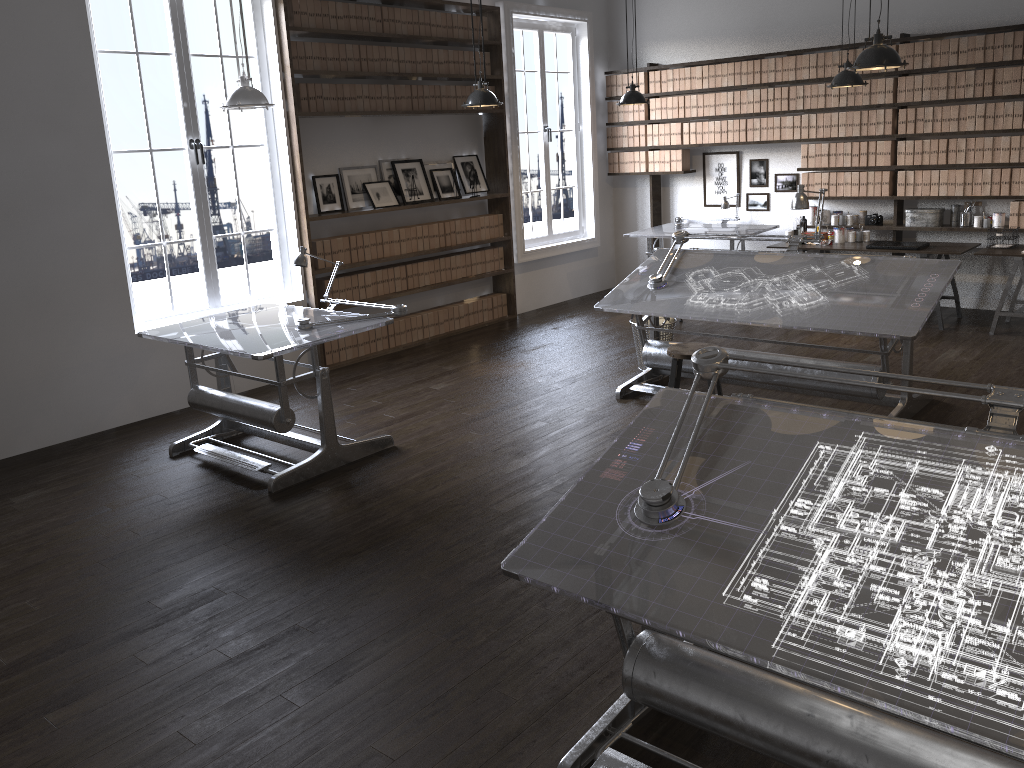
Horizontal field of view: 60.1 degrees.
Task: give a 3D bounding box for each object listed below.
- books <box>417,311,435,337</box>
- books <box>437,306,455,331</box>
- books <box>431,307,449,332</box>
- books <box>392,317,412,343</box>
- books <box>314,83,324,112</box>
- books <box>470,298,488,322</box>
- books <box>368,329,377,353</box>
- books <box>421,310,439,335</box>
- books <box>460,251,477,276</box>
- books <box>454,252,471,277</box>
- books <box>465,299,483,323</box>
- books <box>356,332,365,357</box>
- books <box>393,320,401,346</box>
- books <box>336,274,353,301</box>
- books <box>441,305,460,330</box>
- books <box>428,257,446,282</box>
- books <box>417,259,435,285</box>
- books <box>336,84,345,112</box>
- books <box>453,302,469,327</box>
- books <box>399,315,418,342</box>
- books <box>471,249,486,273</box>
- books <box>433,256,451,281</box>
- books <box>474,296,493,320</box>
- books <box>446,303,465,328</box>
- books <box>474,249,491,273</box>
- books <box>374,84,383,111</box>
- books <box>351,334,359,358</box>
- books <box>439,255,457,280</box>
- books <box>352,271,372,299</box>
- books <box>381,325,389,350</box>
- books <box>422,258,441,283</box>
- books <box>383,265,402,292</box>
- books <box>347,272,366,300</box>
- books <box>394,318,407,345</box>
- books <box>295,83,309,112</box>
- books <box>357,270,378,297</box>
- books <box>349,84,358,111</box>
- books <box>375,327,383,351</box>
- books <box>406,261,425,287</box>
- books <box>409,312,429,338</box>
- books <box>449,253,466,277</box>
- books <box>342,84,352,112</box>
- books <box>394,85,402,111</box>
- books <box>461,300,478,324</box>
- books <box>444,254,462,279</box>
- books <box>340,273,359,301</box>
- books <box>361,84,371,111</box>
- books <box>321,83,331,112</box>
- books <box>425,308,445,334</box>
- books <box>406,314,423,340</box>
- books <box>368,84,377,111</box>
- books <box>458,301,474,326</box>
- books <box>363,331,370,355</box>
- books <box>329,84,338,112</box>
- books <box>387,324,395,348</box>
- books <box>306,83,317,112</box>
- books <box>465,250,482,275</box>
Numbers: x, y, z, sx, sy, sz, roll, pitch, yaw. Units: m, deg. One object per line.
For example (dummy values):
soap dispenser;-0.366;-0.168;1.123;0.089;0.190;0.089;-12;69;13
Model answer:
books;-0.813;-0.561;8.262;0.175;0.223;0.067;8;17;40
books;-0.640;-0.626;8.462;0.175;0.223;0.067;8;17;40
books;-0.687;-0.609;8.412;0.175;0.223;0.067;8;17;40
books;-0.998;-0.491;8.045;0.175;0.223;0.067;8;17;40
books;-1.591;-2.276;7.071;0.175;0.223;0.067;8;17;40
books;-0.327;-0.740;8.815;0.175;0.223;0.067;8;17;40
books;-1.274;-0.392;7.740;0.175;0.223;0.067;8;17;40
books;-0.773;-0.576;8.310;0.175;0.223;0.067;8;17;40
books;-0.435;-1.174;8.618;0.175;0.223;0.067;8;17;40
books;-0.483;-1.158;8.569;0.175;0.223;0.067;8;17;40
books;-0.376;-0.723;8.765;0.175;0.223;0.067;8;17;40
books;-1.359;-0.358;7.634;0.175;0.223;0.067;8;17;40
books;-1.087;-0.461;7.954;0.175;0.223;0.067;8;17;40
books;-1.435;-0.808;7.485;0.175;0.223;0.067;8;17;40
books;-0.592;-0.642;8.511;0.175;0.223;0.067;8;17;40
books;-0.707;-1.075;8.312;0.175;0.223;0.067;8;17;40
books;-0.802;-1.041;8.207;0.175;0.223;0.067;8;17;40
books;-1.453;-2.327;7.228;0.175;0.223;0.067;8;17;40
books;-0.507;-0.675;8.613;0.175;0.223;0.067;8;17;40
books;-0.952;-0.509;8.098;0.175;0.223;0.067;8;17;40
books;-0.350;-1.207;8.720;0.175;0.223;0.067;8;17;40
books;-0.662;-1.090;8.355;0.175;0.223;0.067;8;17;40
books;-0.284;-0.757;8.870;0.175;0.223;0.067;8;17;40
books;-0.547;-0.659;8.566;0.175;0.223;0.067;8;17;40
books;-0.303;-1.222;8.766;0.175;0.223;0.067;8;17;40
books;-1.190;-2.424;7.530;0.175;0.223;0.067;8;17;40
books;-1.406;-0.343;7.587;0.175;0.223;0.067;8;17;40
books;-0.616;-1.107;8.409;0.175;0.223;0.067;8;17;40
books;-1.294;-0.858;7.639;0.175;0.223;0.067;8;17;40
books;-1.183;-0.426;7.844;0.175;0.223;0.067;8;17;40
books;-0.756;-1.057;8.257;0.175;0.223;0.067;8;17;40
books;-1.075;-0.938;7.888;0.175;0.223;0.067;8;17;40
books;-1.340;-0.841;7.585;0.175;0.223;0.067;8;17;40
books;-1.042;-0.477;8.001;0.175;0.223;0.067;8;17;40
books;-1.687;-2.241;6.961;0.175;0.223;0.067;8;17;40
books;-1.255;-0.873;7.687;0.175;0.223;0.067;8;17;40
books;-1.366;-2.359;7.326;0.175;0.223;0.067;8;17;40
books;-1.225;-0.408;7.789;0.175;0.223;0.067;8;17;40
books;-0.888;-1.006;8.098;0.175;0.223;0.067;8;17;40
books;-0.858;-0.544;8.207;0.175;0.223;0.067;8;17;40
books;-0.530;-1.142;8.518;0.175;0.223;0.067;8;17;40
books;-1.405;-2.342;7.274;0.175;0.223;0.067;8;17;40
books;-1.046;-2.474;7.684;0.175;0.223;0.067;8;17;40
books;-0.422;-0.707;8.713;0.175;0.223;0.067;8;17;40
books;-0.572;-1.125;8.464;0.175;0.223;0.067;8;17;40
books;-1.388;-0.824;7.535;0.175;0.223;0.067;8;17;40
books;-1.276;-2.390;7.423;0.175;0.223;0.067;8;17;40
books;-1.542;-2.292;7.121;0.175;0.223;0.067;8;17;40
books;-0.727;-0.592;8.356;0.175;0.223;0.067;8;17;40
books;-0.907;-0.526;8.154;0.175;0.223;0.067;8;17;40
books;-1.233;-2.407;7.478;0.175;0.223;0.067;8;17;40
books;-0.460;-0.690;8.659;0.175;0.223;0.067;8;17;40
books;-1.320;-0.375;7.687;0.175;0.223;0.067;8;17;40
books;-1.499;-2.310;7.175;0.175;0.223;0.067;8;17;40
books;-1.130;-0.443;7.896;0.175;0.223;0.067;8;17;40
books;-1.635;-2.258;7.012;0.175;0.223;0.067;8;17;40
books;-0.389;-1.192;8.672;0.175;0.223;0.067;8;17;40
